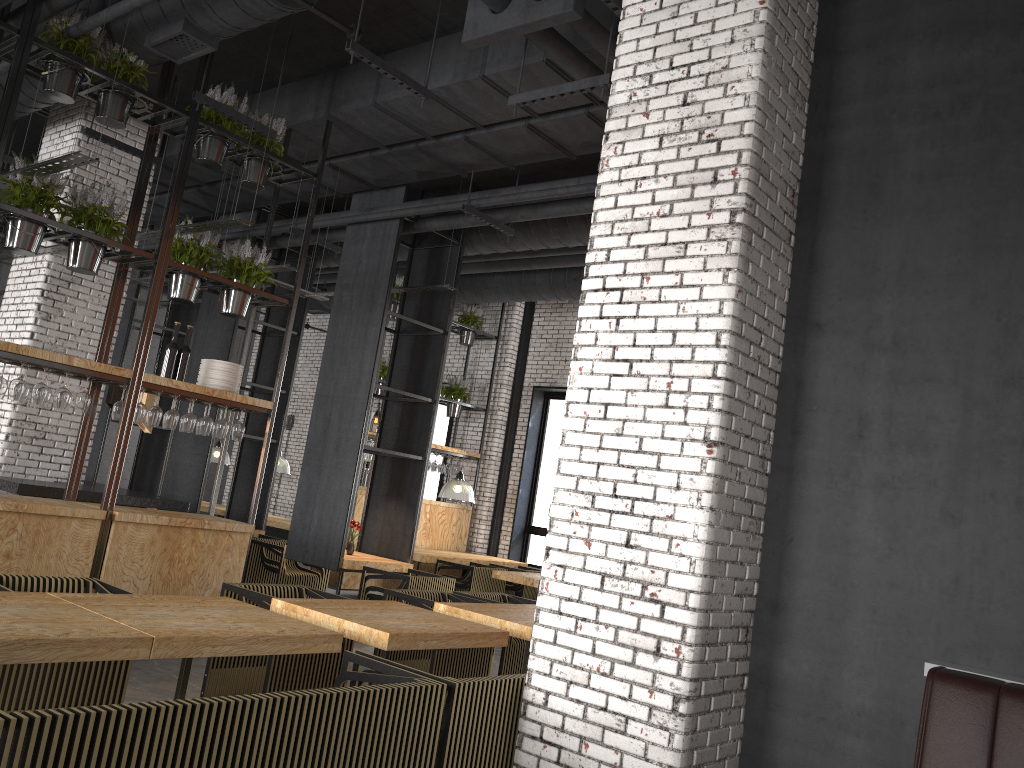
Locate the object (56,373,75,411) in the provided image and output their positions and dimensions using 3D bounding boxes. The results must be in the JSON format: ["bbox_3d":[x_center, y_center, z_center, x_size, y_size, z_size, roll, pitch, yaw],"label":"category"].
[{"bbox_3d":[-3.204,0.058,6.371,0.100,0.268,0.101,15,-11,-36],"label":"object"}]

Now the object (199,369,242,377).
[{"bbox_3d":[-2.373,-0.078,7.212,0.335,0.043,0.333,5,-9,23],"label":"object"}]

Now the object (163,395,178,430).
[{"bbox_3d":[-2.691,0.226,7.000,0.101,0.268,0.100,8,-9,3],"label":"object"}]

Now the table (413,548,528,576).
[{"bbox_3d":[-0.870,2.682,11.976,1.000,0.766,2.109,2,-11,39],"label":"table"}]

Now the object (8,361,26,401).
[{"bbox_3d":[-3.256,-0.023,5.855,0.100,0.268,0.101,15,-11,-36],"label":"object"}]

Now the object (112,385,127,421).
[{"bbox_3d":[-2.946,0.142,6.687,0.101,0.268,0.100,11,-9,-13],"label":"object"}]

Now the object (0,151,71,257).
[{"bbox_3d":[-3.305,-1.171,6.073,0.467,0.561,0.415,10,-9,-11],"label":"object"}]

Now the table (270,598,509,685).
[{"bbox_3d":[-0.766,1.738,5.179,1.000,0.766,0.993,2,-11,39],"label":"table"}]

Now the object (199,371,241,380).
[{"bbox_3d":[-2.376,-0.058,7.209,0.333,0.039,0.335,16,-11,-42],"label":"object"}]

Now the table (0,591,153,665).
[{"bbox_3d":[-2.189,1.272,3.434,1.000,0.766,0.993,2,-11,39],"label":"table"}]

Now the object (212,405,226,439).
[{"bbox_3d":[-2.418,0.315,7.335,0.101,0.268,0.100,8,-9,3],"label":"object"}]

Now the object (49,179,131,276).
[{"bbox_3d":[-3.058,-1.084,6.420,0.416,0.561,0.466,8,-9,7],"label":"object"}]

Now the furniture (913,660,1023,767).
[{"bbox_3d":[0.256,1.001,0.247,1.918,1.154,6.741,2,-11,39],"label":"furniture"}]

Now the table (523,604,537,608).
[{"bbox_3d":[0.713,2.219,6.966,1.000,0.766,0.993,2,-11,39],"label":"table"}]

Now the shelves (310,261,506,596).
[{"bbox_3d":[-1.386,0.523,12.694,0.690,5.034,2.325,1,-12,39],"label":"shelves"}]

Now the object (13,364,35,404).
[{"bbox_3d":[-3.386,-0.002,6.148,0.100,0.268,0.101,15,-11,-36],"label":"object"}]

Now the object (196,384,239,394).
[{"bbox_3d":[-2.393,0.053,7.192,0.334,0.033,0.334,16,-11,-41],"label":"object"}]

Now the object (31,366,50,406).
[{"bbox_3d":[-3.165,0.007,5.966,0.100,0.268,0.101,15,-11,-36],"label":"object"}]

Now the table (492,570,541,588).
[{"bbox_3d":[0.762,2.744,10.635,1.000,0.766,2.109,2,-11,39],"label":"table"}]

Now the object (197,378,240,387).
[{"bbox_3d":[-2.384,-0.005,7.200,0.335,0.040,0.333,8,-8,4],"label":"object"}]

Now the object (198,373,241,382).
[{"bbox_3d":[-2.378,-0.043,7.206,0.334,0.041,0.334,13,-9,-28],"label":"object"}]

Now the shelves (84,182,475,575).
[{"bbox_3d":[-3.367,-0.315,11.168,6.149,4.380,1.000,2,-11,39],"label":"shelves"}]

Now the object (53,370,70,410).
[{"bbox_3d":[-3.074,0.037,6.078,0.100,0.268,0.101,15,-11,-36],"label":"object"}]

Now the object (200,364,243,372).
[{"bbox_3d":[-2.368,-0.116,7.219,0.334,0.044,0.333,7,-8,10],"label":"object"}]

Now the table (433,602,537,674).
[{"bbox_3d":[0.094,2.016,6.207,1.000,0.766,0.993,2,-11,39],"label":"table"}]

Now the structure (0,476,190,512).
[{"bbox_3d":[-6.618,0.928,8.452,5.878,1.538,4.296,2,-10,39],"label":"structure"}]

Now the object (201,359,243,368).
[{"bbox_3d":[-2.362,-0.153,7.225,0.335,0.039,0.333,7,-8,14],"label":"object"}]

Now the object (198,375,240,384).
[{"bbox_3d":[-2.382,-0.024,7.204,0.335,0.039,0.333,8,-8,6],"label":"object"}]

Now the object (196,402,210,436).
[{"bbox_3d":[-2.509,0.286,7.223,0.101,0.268,0.100,8,-9,3],"label":"object"}]

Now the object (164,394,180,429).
[{"bbox_3d":[-2.561,0.205,6.707,0.101,0.268,0.100,8,-9,3],"label":"object"}]

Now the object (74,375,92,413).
[{"bbox_3d":[-2.983,0.066,6.189,0.100,0.268,0.101,15,-11,-36],"label":"object"}]

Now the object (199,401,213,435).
[{"bbox_3d":[-2.379,0.264,6.930,0.101,0.268,0.100,8,-9,3],"label":"object"}]

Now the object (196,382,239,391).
[{"bbox_3d":[-2.391,0.033,7.196,0.334,0.046,0.333,6,-9,20],"label":"object"}]

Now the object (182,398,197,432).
[{"bbox_3d":[-2.470,0.235,6.819,0.101,0.268,0.100,8,-9,3],"label":"object"}]

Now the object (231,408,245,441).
[{"bbox_3d":[-2.197,0.324,7.153,0.101,0.268,0.100,8,-9,3],"label":"object"}]

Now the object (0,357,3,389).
[{"bbox_3d":[-3.347,-0.053,5.743,0.100,0.268,0.101,15,-11,-36],"label":"object"}]

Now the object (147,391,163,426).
[{"bbox_3d":[-2.646,0.177,6.602,0.101,0.268,0.100,11,-9,-13],"label":"object"}]

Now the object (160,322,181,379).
[{"bbox_3d":[-2.641,-0.249,6.881,0.098,0.472,0.098,8,-9,2],"label":"object"}]

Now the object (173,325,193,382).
[{"bbox_3d":[-2.575,-0.228,6.963,0.098,0.472,0.098,8,-9,2],"label":"object"}]

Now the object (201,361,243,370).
[{"bbox_3d":[-2.364,-0.134,7.221,0.335,0.039,0.333,7,-8,15],"label":"object"}]

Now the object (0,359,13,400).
[{"bbox_3d":[-3.477,-0.031,6.036,0.100,0.268,0.101,15,-11,-36],"label":"object"}]

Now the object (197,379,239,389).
[{"bbox_3d":[-2.387,0.015,7.198,0.335,0.037,0.333,8,-8,6],"label":"object"}]

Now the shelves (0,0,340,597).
[{"bbox_3d":[-3.188,-0.682,6.128,0.690,5.034,3.647,1,-11,39],"label":"shelves"}]

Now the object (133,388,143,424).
[{"bbox_3d":[-2.867,0.168,6.784,0.101,0.268,0.100,11,-9,-13],"label":"object"}]

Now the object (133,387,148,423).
[{"bbox_3d":[-2.725,0.151,6.506,0.101,0.268,0.100,11,-9,-13],"label":"object"}]

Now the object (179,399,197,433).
[{"bbox_3d":[-2.600,0.256,7.112,0.101,0.268,0.100,8,-9,3],"label":"object"}]

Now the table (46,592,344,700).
[{"bbox_3d":[-1.570,1.475,4.193,1.000,0.766,0.993,2,-11,39],"label":"table"}]

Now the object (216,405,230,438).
[{"bbox_3d":[-2.288,0.294,7.042,0.101,0.268,0.100,8,-9,3],"label":"object"}]

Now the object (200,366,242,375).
[{"bbox_3d":[-2.371,-0.096,7.216,0.335,0.041,0.333,7,-8,9],"label":"object"}]

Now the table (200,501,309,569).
[{"bbox_3d":[-4.637,2.498,14.790,4.136,0.766,0.997,2,-11,39],"label":"table"}]

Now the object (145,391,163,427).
[{"bbox_3d":[-2.782,0.196,6.889,0.101,0.268,0.100,8,-9,3],"label":"object"}]

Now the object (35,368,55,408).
[{"bbox_3d":[-3.295,0.028,6.259,0.100,0.268,0.101,15,-11,-36],"label":"object"}]
